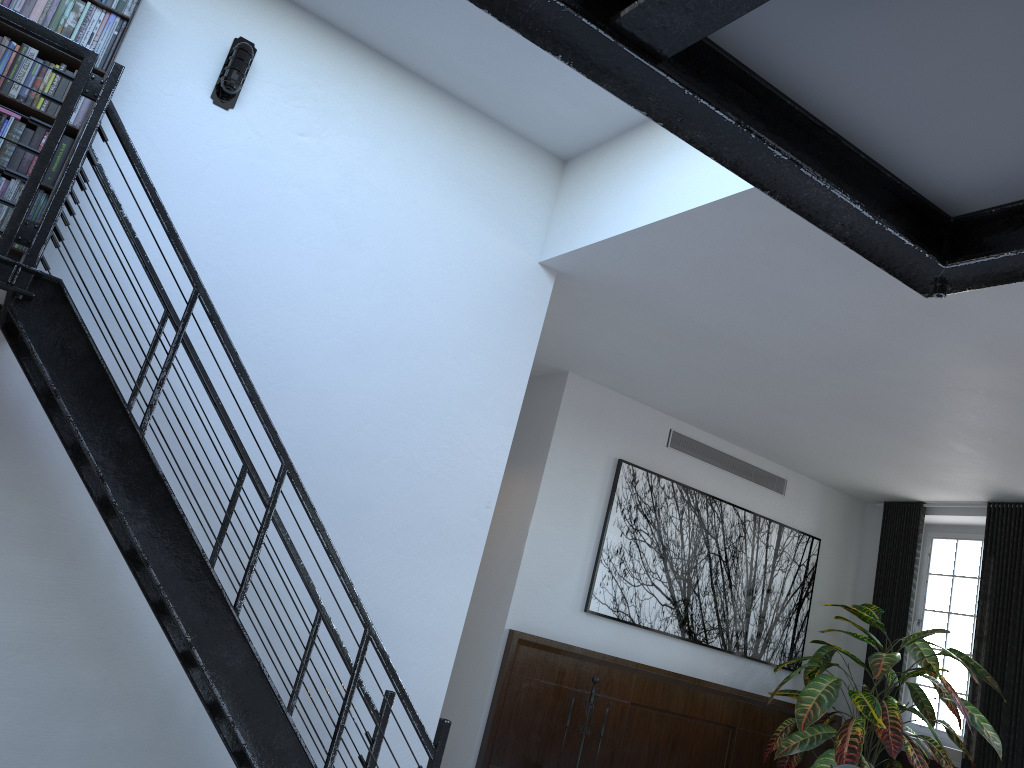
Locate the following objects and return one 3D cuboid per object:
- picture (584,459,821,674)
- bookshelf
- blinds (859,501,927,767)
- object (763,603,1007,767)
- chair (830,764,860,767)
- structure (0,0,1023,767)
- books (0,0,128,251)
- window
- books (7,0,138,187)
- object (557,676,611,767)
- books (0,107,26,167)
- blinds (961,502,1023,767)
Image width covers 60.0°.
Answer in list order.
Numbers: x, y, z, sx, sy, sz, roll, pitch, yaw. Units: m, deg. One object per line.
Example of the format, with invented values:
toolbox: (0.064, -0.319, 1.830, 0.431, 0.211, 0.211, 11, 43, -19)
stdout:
picture: (1.798, 1.673, 7.889, 2.574, 1.293, 0.037, 23, -18, -28)
bookshelf: (-1.160, -1.439, 1.926, 3.068, 1.632, 4.461, 23, -16, -28)
blinds: (3.421, 2.711, 8.171, 0.102, 3.348, 0.453, 22, -17, -23)
object: (2.896, 2.875, 7.189, 1.742, 2.266, 1.788, 14, -15, 3)
chair: (2.339, 3.048, 5.746, 0.494, 0.974, 0.501, 21, -17, -22)
structure: (-0.958, 0.380, 1.806, 4.586, 3.387, 4.474, 23, -17, -28)
books: (-1.261, -1.547, 1.904, 1.162, 1.418, 4.369, 24, -17, -28)
window: (4.088, 2.268, 8.092, 0.132, 2.011, 1.028, 22, -17, -22)
books: (-0.815, -1.364, 2.138, 2.190, 1.422, 4.363, 24, -17, -29)
object: (0.638, 2.796, 6.762, 0.631, 1.062, 0.321, 25, -19, -32)
books: (-1.089, -1.344, 1.953, 1.588, 1.151, 4.322, 24, -17, -29)
blinds: (3.936, 2.570, 7.102, 0.098, 3.348, 0.620, 22, -17, -22)
